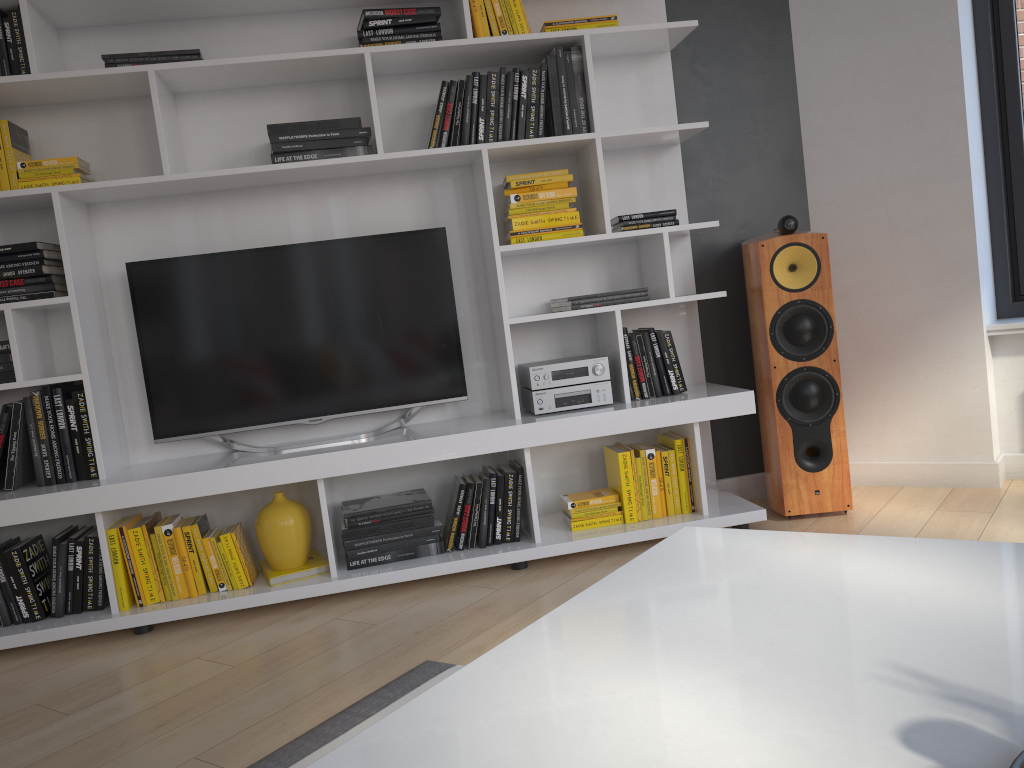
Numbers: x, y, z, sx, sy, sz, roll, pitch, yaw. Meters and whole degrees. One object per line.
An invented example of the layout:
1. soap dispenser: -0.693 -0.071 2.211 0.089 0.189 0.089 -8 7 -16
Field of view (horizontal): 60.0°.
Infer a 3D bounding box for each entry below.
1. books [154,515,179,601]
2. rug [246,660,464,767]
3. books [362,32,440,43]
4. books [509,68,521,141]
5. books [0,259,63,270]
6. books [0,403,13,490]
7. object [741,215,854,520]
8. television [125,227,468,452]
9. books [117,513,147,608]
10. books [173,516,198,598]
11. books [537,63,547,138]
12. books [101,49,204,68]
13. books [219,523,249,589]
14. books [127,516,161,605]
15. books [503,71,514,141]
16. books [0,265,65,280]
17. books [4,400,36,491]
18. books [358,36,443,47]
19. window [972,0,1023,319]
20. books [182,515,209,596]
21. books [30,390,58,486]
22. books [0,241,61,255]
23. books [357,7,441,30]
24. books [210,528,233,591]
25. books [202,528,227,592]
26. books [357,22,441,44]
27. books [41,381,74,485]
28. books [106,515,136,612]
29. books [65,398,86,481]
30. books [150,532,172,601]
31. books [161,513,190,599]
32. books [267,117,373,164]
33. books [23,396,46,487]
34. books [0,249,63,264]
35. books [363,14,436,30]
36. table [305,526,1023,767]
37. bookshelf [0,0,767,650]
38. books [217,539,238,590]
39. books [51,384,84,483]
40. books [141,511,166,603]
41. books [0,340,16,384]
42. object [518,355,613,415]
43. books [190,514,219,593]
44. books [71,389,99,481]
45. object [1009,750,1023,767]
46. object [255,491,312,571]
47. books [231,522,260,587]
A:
1. books: -1.137 0.578 2.969 0.041 0.252 0.180 -8 5 -8
2. rug: 0.238 0.779 0.972 2.326 0.016 1.662 -4 6 36
3. books: -0.391 -1.184 3.104 0.264 0.020 0.189 -8 5 -10
4. books: -0.006 -0.970 3.159 0.075 0.254 0.192 -8 5 -9
5. books: -1.652 -0.385 2.951 0.264 0.020 0.189 -8 5 -5
6. books: -1.694 0.206 2.999 0.142 0.284 0.232 -8 5 -8
7. object: 1.053 -0.073 3.332 0.290 1.088 0.434 -7 5 7
8. television: -0.737 -0.142 3.150 1.102 0.704 0.207 -8 5 -8
9. books: -1.244 0.583 2.962 0.048 0.271 0.213 -8 5 -8
10. books: -1.080 0.578 2.969 0.043 0.240 0.169 -8 5 -10
11. books: 0.090 -0.986 3.172 0.066 0.260 0.197 -8 5 -8
12. books: -1.189 -1.055 2.979 0.310 0.047 0.250 -8 5 -13
13. books: -0.926 0.580 2.995 0.067 0.193 0.148 -8 5 -7
14. books: -1.209 0.584 2.973 0.066 0.258 0.198 -8 5 -8
15. books: -0.023 -0.957 3.130 0.069 0.242 0.172 -8 5 -7
16. books: -1.648 -0.360 2.950 0.284 0.030 0.214 -7 5 0
17. books: -1.641 0.197 2.989 0.100 0.289 0.210 -8 5 -9
18. books: -0.386 -1.159 3.103 0.284 0.030 0.214 -8 5 -5
19. window: 2.607 -1.504 2.904 1.960 2.402 0.170 -4 6 36
20. books: -1.059 0.575 2.992 0.043 0.235 0.171 -8 5 -10
21. books: -1.549 0.172 3.009 0.034 0.314 0.237 -8 5 -8
22. books: -1.652 -0.438 2.940 0.246 0.026 0.180 -7 5 -1
23. books: -0.398 -1.264 3.102 0.266 0.030 0.209 -9 5 -15
24. books: -0.969 0.589 2.986 0.046 0.187 0.134 -8 5 -9
25. books: -0.991 0.591 2.990 0.056 0.188 0.138 -8 5 -8
26. books: -0.394 -1.211 3.122 0.284 0.030 0.214 -8 5 -5
27. books: -1.518 0.161 3.016 0.026 0.326 0.237 -8 5 -8
28. books: -1.278 0.590 2.936 0.029 0.270 0.204 -8 5 -8
29. books: -1.452 0.178 3.021 0.028 0.272 0.200 -8 5 -8
30. books: -1.156 0.595 2.963 0.042 0.230 0.156 -8 5 -10
31. books: -1.114 0.575 2.984 0.055 0.252 0.185 -8 5 -10
32. books: -0.668 -0.822 3.096 0.343 0.137 0.277 -8 5 -13
33. books: -1.578 0.184 3.000 0.028 0.301 0.213 -8 5 -8
34. books: -1.654 -0.412 2.969 0.284 0.030 0.214 -7 5 0
35. books: -0.390 -1.237 3.093 0.246 0.026 0.180 -8 5 -6
36. table: 0.469 0.531 0.912 1.091 0.435 1.091 -4 6 36
37. bookshelf: -0.735 -0.308 3.028 3.000 2.052 0.455 -8 5 -8
38. books: -0.947 0.597 2.977 0.049 0.169 0.113 -8 5 -9
39. books: -1.488 0.163 3.021 0.034 0.315 0.239 -8 5 -8
40. books: -1.179 0.577 2.976 0.038 0.267 0.202 -8 5 -8
41. books: -1.798 -0.060 2.972 0.343 0.137 0.277 -8 5 -8
42. object: 0.191 0.001 3.244 0.285 0.174 0.270 -8 5 -8
43. books: -1.029 0.570 3.006 0.056 0.235 0.172 -8 5 -9
44. books: -1.414 0.162 3.027 0.051 0.297 0.230 -8 5 -8
45. object: 0.523 0.195 0.619 0.330 0.265 0.330 -10 6 -29
46. object: -0.780 0.495 3.032 0.185 0.257 0.185 -10 6 -31
47. books: -0.904 0.575 3.007 0.046 0.193 0.149 -8 5 -8
